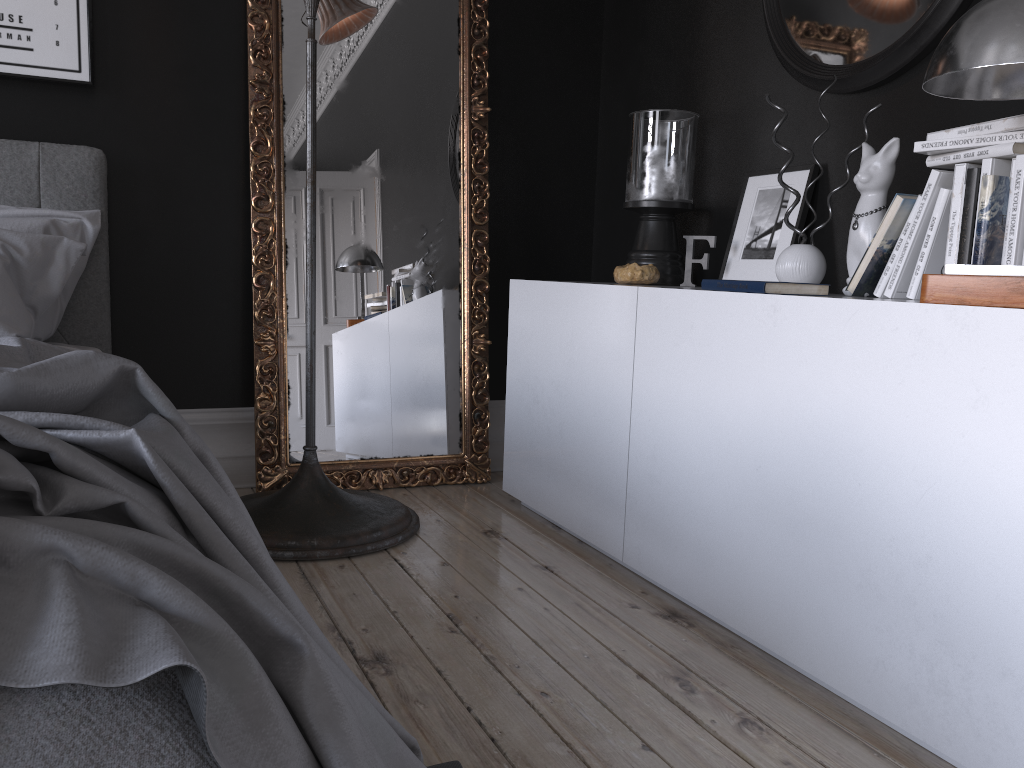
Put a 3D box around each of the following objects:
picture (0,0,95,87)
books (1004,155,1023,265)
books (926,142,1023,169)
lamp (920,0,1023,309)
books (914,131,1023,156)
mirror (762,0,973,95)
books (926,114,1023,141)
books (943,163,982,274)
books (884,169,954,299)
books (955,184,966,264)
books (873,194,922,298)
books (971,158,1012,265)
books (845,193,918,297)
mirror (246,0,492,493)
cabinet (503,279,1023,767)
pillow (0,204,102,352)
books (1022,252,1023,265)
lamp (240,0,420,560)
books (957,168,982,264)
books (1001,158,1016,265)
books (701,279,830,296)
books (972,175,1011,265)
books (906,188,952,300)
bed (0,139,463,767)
[{"bbox_3d":[-1.840,-1.595,2.944,0.791,1.081,0.014,-2,9,-24],"label":"picture"},{"bbox_3d":[1.139,-0.320,1.886,0.220,0.308,0.024,-2,9,-24],"label":"books"},{"bbox_3d":[1.095,-0.504,1.977,0.195,0.026,0.258,0,8,-14],"label":"books"},{"bbox_3d":[0.927,-0.439,1.626,0.328,0.592,0.340,-6,11,-44],"label":"lamp"},{"bbox_3d":[1.097,-0.528,1.967,0.220,0.024,0.306,-3,9,-34],"label":"books"},{"bbox_3d":[1.032,-1.329,2.572,0.061,0.927,0.922,-2,9,-24],"label":"mirror"},{"bbox_3d":[1.123,-0.556,1.975,0.220,0.030,0.305,0,8,-14],"label":"books"},{"bbox_3d":[1.097,-0.342,2.048,0.221,0.307,0.030,-2,9,-24],"label":"books"},{"bbox_3d":[1.033,-0.350,2.121,0.220,0.297,0.126,-2,9,-24],"label":"books"},{"bbox_3d":[1.085,-0.314,2.012,0.195,0.259,0.026,-2,9,-24],"label":"books"},{"bbox_3d":[1.014,-0.330,2.169,0.195,0.245,0.132,-2,9,-24],"label":"books"},{"bbox_3d":[1.107,-0.330,1.957,0.220,0.308,0.024,-2,9,-24],"label":"books"},{"bbox_3d":[0.970,-0.336,2.194,0.203,0.247,0.158,-2,9,-24],"label":"books"},{"bbox_3d":[-0.547,-0.662,3.591,0.991,2.198,0.253,-2,9,-24],"label":"mirror"},{"bbox_3d":[0.725,0.182,2.532,0.570,0.885,2.390,-2,8,-24],"label":"cabinet"},{"bbox_3d":[-2.168,-0.319,2.515,1.830,0.762,0.678,-1,9,-24],"label":"pillow"},{"bbox_3d":[1.152,-0.293,1.865,0.195,0.259,0.026,-2,9,-24],"label":"books"},{"bbox_3d":[-0.666,-0.700,2.942,0.986,2.418,0.770,3,8,8],"label":"lamp"},{"bbox_3d":[1.074,-0.325,1.974,0.193,0.290,0.030,-2,9,-24],"label":"books"},{"bbox_3d":[1.154,-0.324,1.922,0.221,0.307,0.030,-2,9,-24],"label":"books"},{"bbox_3d":[0.642,-0.248,2.264,0.193,0.031,0.289,0,8,-19],"label":"books"},{"bbox_3d":[1.081,-0.306,1.921,0.204,0.270,0.029,-2,9,-24],"label":"books"},{"bbox_3d":[1.047,-0.325,2.096,0.195,0.257,0.091,-2,9,-24],"label":"books"},{"bbox_3d":[-1.775,0.011,1.517,2.764,1.302,3.276,-3,9,-35],"label":"bed"}]
